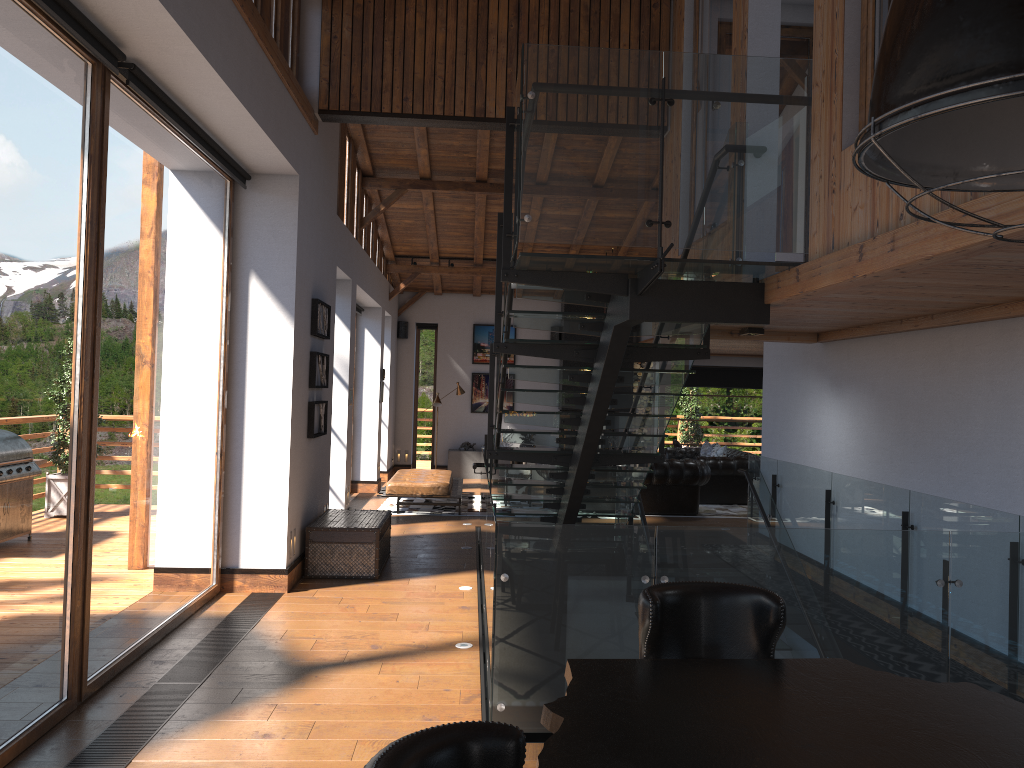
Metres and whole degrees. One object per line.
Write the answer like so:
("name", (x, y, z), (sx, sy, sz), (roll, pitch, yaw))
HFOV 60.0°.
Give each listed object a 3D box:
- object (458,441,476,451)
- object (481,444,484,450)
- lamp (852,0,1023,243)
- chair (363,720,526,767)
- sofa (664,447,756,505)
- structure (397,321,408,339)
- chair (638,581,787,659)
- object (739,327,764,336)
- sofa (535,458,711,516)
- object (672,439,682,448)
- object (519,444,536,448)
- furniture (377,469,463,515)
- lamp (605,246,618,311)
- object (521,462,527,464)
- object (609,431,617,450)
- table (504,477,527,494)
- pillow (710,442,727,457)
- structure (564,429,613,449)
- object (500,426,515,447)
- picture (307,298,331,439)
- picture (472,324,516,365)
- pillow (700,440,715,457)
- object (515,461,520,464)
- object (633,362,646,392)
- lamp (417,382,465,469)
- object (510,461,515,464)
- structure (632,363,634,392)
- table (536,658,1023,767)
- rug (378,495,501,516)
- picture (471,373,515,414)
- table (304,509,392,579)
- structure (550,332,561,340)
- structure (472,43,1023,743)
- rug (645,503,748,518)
("object", (-0.884, 1.243, 17.738), (0.401, 0.183, 0.229), (1, -1, 40))
("object", (-0.490, 1.266, 17.785), (0.281, 0.160, 0.259), (2, -1, -1))
("lamp", (0.932, -2.579, 1.453), (0.614, 4.686, 0.628), (1, -2, 42))
("chair", (-0.007, 1.229, 1.564), (0.567, 1.092, 0.505), (2, -1, 6))
("sofa", (3.474, 1.551, 15.425), (1.241, 0.838, 2.561), (2, -1, -3))
("structure", (-2.204, -1.089, 17.883), (0.214, 0.349, 0.213), (2, -1, -3))
("chair", (0.665, 1.248, 2.909), (0.505, 1.092, 0.567), (2, -1, -4))
("object", (2.183, -0.483, 8.073), (0.155, 0.068, 0.260), (2, 0, -3))
("sofa", (1.646, 1.483, 13.161), (2.570, 0.838, 1.237), (2, -1, -4))
("object", (3.167, 1.213, 16.951), (0.148, 0.319, 0.251), (1, -1, 38))
("object", (0.314, 1.136, 17.820), (0.339, 0.455, 0.336), (1, -1, 22))
("furniture", (-1.351, 1.603, 13.648), (1.177, 0.437, 2.755), (2, 0, -3))
("lamp", (1.673, -1.305, 15.364), (0.263, 2.202, 0.798), (2, -1, -12))
("object", (0.189, 1.116, 13.502), (0.088, 0.286, 0.086), (2, -1, -26))
("object", (1.932, 1.438, 17.441), (0.304, 1.018, 0.311), (1, -2, 42))
("table", (0.090, 1.558, 13.567), (0.406, 0.609, 0.417), (2, -1, -3))
("pillow", (3.541, 1.241, 15.239), (0.283, 0.469, 0.528), (2, -1, 0))
("structure", (1.540, 1.177, 17.792), (0.984, 0.514, 0.183), (2, -1, -4))
("object", (-0.117, 1.096, 17.725), (0.262, 0.532, 0.422), (2, -1, -34))
("picture", (-1.884, -0.145, 8.681), (0.059, 1.312, 0.773), (2, -1, -3))
("picture", (-0.362, -0.802, 18.085), (0.881, 0.816, 0.036), (2, -1, -4))
("pillow", (3.510, 1.245, 15.917), (0.283, 0.469, 0.528), (2, -1, 0))
("object", (0.086, 1.113, 13.499), (0.086, 0.286, 0.088), (1, -1, 36))
("object", (2.613, 0.665, 18.019), (0.494, 2.612, 0.465), (2, -1, -4))
("lamp", (-1.368, 0.898, 16.834), (0.524, 1.899, 1.331), (1, -1, 18))
("object", (0.017, 1.112, 13.560), (0.087, 0.286, 0.087), (1, -1, 9))
("structure", (2.620, 0.658, 18.010), (0.502, 2.618, 0.511), (2, -1, -3))
("table", (0.781, 1.329, 0.920), (1.431, 0.950, 3.790), (2, 0, -3))
("rug", (-0.053, 1.831, 13.535), (3.813, 0.053, 2.428), (2, 0, -3))
("picture", (-0.391, 0.192, 18.064), (0.881, 0.816, 0.036), (2, -1, -4))
("table", (-1.578, 1.545, 8.694), (0.685, 0.470, 1.252), (2, -1, -3))
("structure", (0.893, -0.999, 18.099), (0.214, 0.349, 0.213), (2, -1, -3))
("structure", (-1.325, 1.379, 6.109), (9.224, 6.400, 11.007), (2, -1, -3))
("rug", (3.020, 1.927, 14.852), (2.434, 0.053, 4.038), (2, 0, -2))
